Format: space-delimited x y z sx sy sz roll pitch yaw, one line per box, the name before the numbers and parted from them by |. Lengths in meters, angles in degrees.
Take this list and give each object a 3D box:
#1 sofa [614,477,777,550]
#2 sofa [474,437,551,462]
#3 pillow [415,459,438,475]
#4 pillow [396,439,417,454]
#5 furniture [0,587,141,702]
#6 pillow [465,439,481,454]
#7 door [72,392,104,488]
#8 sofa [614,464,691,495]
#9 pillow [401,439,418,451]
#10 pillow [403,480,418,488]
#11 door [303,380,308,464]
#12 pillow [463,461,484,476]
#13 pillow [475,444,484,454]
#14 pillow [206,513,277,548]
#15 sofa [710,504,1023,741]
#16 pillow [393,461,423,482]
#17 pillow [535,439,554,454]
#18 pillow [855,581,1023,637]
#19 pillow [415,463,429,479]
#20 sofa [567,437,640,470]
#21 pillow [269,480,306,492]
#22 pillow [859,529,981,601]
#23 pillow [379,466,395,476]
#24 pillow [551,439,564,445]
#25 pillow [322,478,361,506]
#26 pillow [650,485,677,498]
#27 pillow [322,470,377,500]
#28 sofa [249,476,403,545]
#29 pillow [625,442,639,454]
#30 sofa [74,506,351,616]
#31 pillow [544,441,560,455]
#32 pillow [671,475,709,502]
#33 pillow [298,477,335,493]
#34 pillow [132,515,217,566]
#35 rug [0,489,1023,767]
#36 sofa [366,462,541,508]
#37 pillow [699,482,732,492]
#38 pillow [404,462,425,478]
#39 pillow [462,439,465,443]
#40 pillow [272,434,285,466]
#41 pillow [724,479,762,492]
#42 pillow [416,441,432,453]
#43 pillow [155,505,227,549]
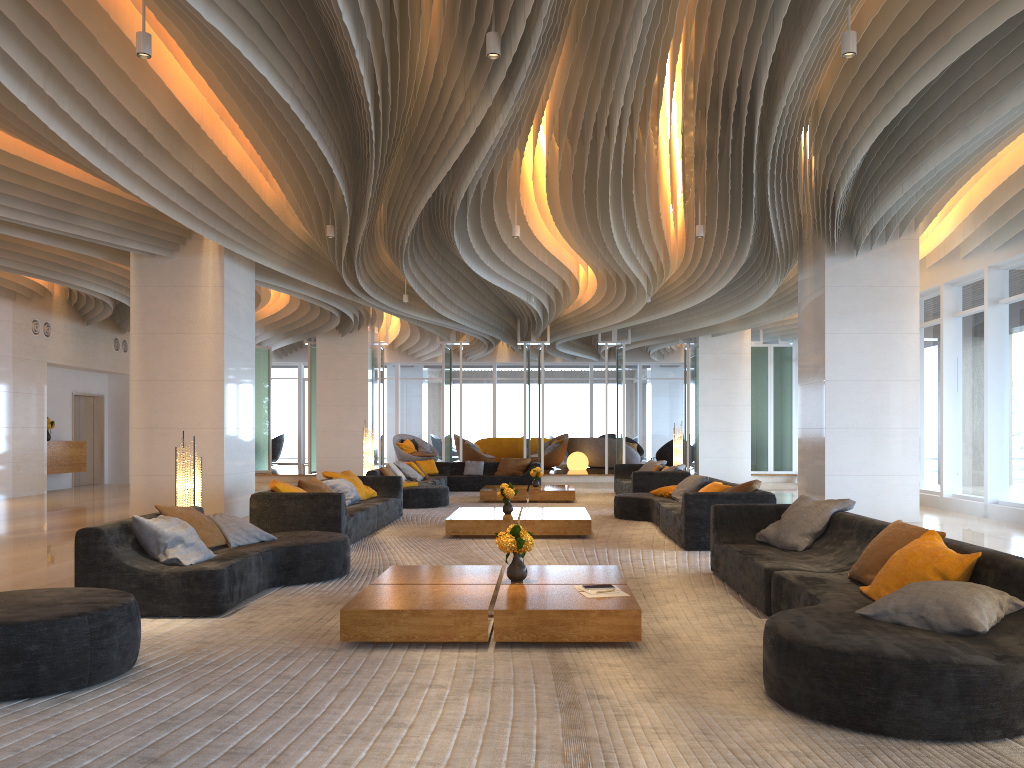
sofa | 2.063 1.473 10.755 1.351 0.582 4.148 0 -3 1
sofa | 0.061 2.031 26.338 2.576 0.901 1.105 1 -2 -10
pillow | -1.770 1.730 18.439 0.414 0.316 0.337 1 -2 -27
pillow | -3.109 1.854 26.286 0.467 0.454 0.627 -1 -2 18
furniture | -2.295 1.206 4.195 0.977 0.364 0.991 -1 -3 11
pillow | -1.078 1.725 24.050 0.477 0.454 0.615 1 -2 -17
door | -9.728 1.268 20.144 0.246 2.100 1.407 0 -1 2
sofa | 2.413 1.757 15.676 0.941 0.582 3.784 0 -3 2
pillow | -3.073 1.860 26.691 0.366 0.422 0.616 -1 -2 35
pillow | -1.794 1.613 14.425 0.404 0.136 0.424 -2 -4 35
door | -6.102 1.242 29.039 1.458 2.770 0.060 0 0 0
pillow | -0.793 1.753 18.444 0.407 0.312 0.323 0 -2 3
pillow | -1.018 1.793 24.734 0.458 0.408 0.510 -1 -2 24
pillow | -2.160 1.134 6.953 0.463 0.246 0.436 -2 -3 36
sofa | 2.002 1.159 5.319 1.331 0.582 4.208 0 -3 9
pillow | -1.936 1.626 16.545 0.547 0.376 0.651 0 -2 -3
pillow | 0.945 1.796 25.273 0.480 0.454 0.611 1 -3 -37
pillow | 1.898 0.992 3.940 0.447 0.209 0.577 2 -4 -39
pillow | -1.802 1.675 17.039 0.335 0.319 0.406 1 -2 -31
sofa | 2.494 1.944 24.834 1.129 0.900 2.520 2 -3 -39
pillow | -2.237 1.193 9.228 0.554 0.377 0.632 1 -3 -21
pillow | 2.053 0.962 4.483 0.472 0.402 0.610 0 -2 9
pillow | -2.019 1.528 14.738 0.328 0.311 0.425 0 -2 3
pillow | 1.255 1.763 25.023 0.376 0.422 0.599 1 -2 -20
pillow | -2.102 1.349 10.911 0.420 0.376 0.588 0 -2 4
pillow | 2.226 1.473 12.082 0.596 0.192 0.442 2 -3 -34
pillow | -2.142 1.342 11.811 0.540 0.377 0.647 -1 -3 23
sofa | -2.055 1.459 10.519 0.941 0.582 3.784 0 -3 2
pillow | 3.580 1.918 26.892 0.504 0.408 0.463 0 -2 -2
sofa | -2.018 1.238 6.625 1.354 0.576 2.257 0 -3 2
pillow | 1.122 1.786 24.618 0.463 0.408 0.505 0 -2 4
pillow | 2.313 1.388 11.560 0.461 0.416 0.666 0 -2 2
pillow | -2.141 1.251 9.871 0.443 0.409 0.603 0 -2 3
pillow | -2.267 1.034 5.971 0.457 0.344 0.564 0 -2 0
rug | 0.114 1.775 10.846 5.508 0.022 16.249 0 -3 2
sofa | -0.888 1.755 16.254 2.823 0.653 5.098 0 -3 2
pillow | 2.263 1.324 10.141 0.450 0.394 0.638 0 -2 1
pillow | -1.879 1.638 16.882 0.330 0.335 0.416 1 -2 -33
pillow | -1.280 1.727 24.394 0.372 0.422 0.606 0 -2 0
pillow | -7.809 2.086 28.192 1.133 1.005 1.523 0 -2 4
pillow | 2.314 1.196 9.288 0.540 0.377 0.647 -1 -3 23
pillow | -2.668 1.914 26.826 0.512 0.408 0.457 1 -2 -32
pillow | -2.351 1.077 6.611 0.396 0.391 0.607 0 -2 4
